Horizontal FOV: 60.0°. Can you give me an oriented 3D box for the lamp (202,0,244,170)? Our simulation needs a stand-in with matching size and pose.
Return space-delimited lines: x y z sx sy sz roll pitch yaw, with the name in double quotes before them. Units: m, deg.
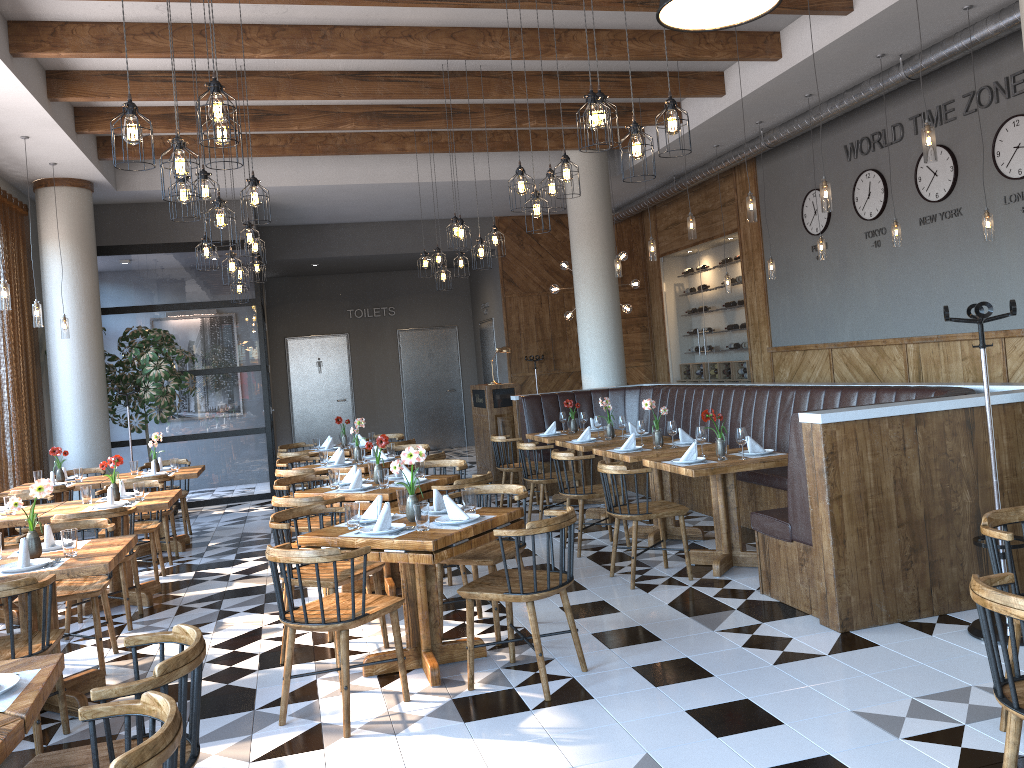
"lamp" -1.503 -2.105 4.383 0.175 2.072 0.174 -4 -1 -40

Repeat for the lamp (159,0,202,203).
"lamp" -1.659 -1.914 4.250 0.175 2.072 0.174 -4 -1 -28

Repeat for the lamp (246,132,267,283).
"lamp" -2.923 -2.170 9.918 0.175 2.072 0.175 -5 -1 -2

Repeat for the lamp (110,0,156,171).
"lamp" -1.816 -2.028 4.086 0.175 2.072 0.175 -5 -1 28

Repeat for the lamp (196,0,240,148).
"lamp" -1.460 -2.160 4.181 0.175 2.072 0.174 -4 -1 -28

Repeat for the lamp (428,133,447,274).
"lamp" -0.942 -2.349 10.509 0.175 2.072 0.175 -5 -1 29

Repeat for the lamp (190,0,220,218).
"lamp" -2.101 -2.146 5.871 0.175 2.072 0.175 -5 -1 5

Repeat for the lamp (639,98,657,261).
"lamp" 1.471 -2.331 9.749 0.078 1.965 0.078 -4 -1 -28

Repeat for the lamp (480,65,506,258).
"lamp" -0.236 -2.264 8.586 0.175 2.072 0.175 -5 -1 26

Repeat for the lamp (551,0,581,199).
"lamp" 0.314 -2.357 6.291 0.175 2.072 0.174 -4 -2 -44

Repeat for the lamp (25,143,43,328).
"lamp" -4.555 -1.515 8.387 0.078 1.965 0.078 -4 -1 -28

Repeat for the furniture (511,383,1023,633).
"furniture" 1.770 0.644 8.044 1.919 1.151 6.581 -5 1 -14

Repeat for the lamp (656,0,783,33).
"lamp" 0.569 -2.101 2.786 0.391 1.866 0.389 -4 -1 -27

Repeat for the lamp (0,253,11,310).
"lamp" -4.317 -1.598 7.432 0.078 1.965 0.078 -4 -1 -25

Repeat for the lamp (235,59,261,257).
"lamp" -2.395 -2.166 7.856 0.175 2.072 0.175 -4 -1 -20

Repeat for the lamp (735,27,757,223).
"lamp" 1.998 -2.379 7.674 0.078 1.965 0.078 -5 -1 4

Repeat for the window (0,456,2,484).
"window" -2.652 -0.239 2.443 4.499 3.167 15.102 -5 1 -38

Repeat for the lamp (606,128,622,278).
"lamp" 1.216 -2.275 10.766 0.078 1.965 0.078 -5 -1 18

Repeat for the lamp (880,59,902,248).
"lamp" 3.428 -2.227 8.079 0.078 1.965 0.078 -5 -1 -7

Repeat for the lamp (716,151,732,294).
"lamp" 2.647 -2.122 11.172 0.078 1.965 0.078 -5 -1 18

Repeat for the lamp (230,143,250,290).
"lamp" -2.995 -2.055 9.547 0.175 2.072 0.174 -4 -1 -35

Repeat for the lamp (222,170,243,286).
"lamp" -2.582 -1.922 7.957 0.175 2.072 0.175 -4 -1 -20

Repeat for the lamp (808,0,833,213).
"lamp" 2.273 -2.264 6.633 0.078 1.965 0.078 -5 -1 26

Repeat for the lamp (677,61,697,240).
"lamp" 1.708 -2.415 8.794 0.078 1.965 0.078 -5 -1 20

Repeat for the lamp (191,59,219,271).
"lamp" -2.762 -2.035 7.817 0.175 2.072 0.175 -6 -1 37

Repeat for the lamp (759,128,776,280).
"lamp" 2.901 -2.179 10.155 0.078 1.965 0.078 -4 -1 -28

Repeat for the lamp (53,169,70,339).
"lamp" -4.809 -1.458 9.404 0.078 1.965 0.078 -5 -1 18

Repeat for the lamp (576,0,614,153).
"lamp" 0.357 -2.267 4.676 0.175 2.072 0.175 -5 -1 -7

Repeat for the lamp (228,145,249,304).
"lamp" -3.067 -1.922 9.750 0.175 2.072 0.175 -5 -1 -2

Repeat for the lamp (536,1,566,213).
"lamp" 0.219 -2.297 6.473 0.175 2.072 0.175 -6 -1 35

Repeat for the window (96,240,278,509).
"window" -4.873 -0.092 12.758 2.730 3.551 2.183 -5 0 -14

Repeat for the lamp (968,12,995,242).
"lamp" 3.703 -2.112 7.039 0.078 1.965 0.078 -5 -1 26

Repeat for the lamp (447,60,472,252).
"lamp" -0.543 -2.274 8.277 0.175 2.072 0.174 -4 -1 -42

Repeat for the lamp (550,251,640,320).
"lamp" 1.234 -1.850 13.462 1.184 2.194 1.162 -5 -1 37

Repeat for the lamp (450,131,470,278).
"lamp" -0.660 -2.266 10.248 0.175 2.072 0.175 -5 -1 -4

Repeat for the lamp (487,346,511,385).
"lamp" -0.165 -0.105 11.500 0.446 0.757 0.169 -4 -1 -39

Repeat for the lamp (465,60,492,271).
"lamp" -0.364 -2.118 8.411 0.175 2.072 0.174 -4 -1 -31

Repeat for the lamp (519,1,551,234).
"lamp" 0.102 -2.108 6.299 0.175 2.072 0.174 -4 -2 -44

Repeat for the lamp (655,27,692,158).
"lamp" 0.786 -2.261 4.758 0.175 2.072 0.174 -4 -1 -30

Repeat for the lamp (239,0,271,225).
"lamp" -1.736 -2.073 5.748 0.175 2.072 0.174 -4 -1 -29

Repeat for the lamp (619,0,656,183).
"lamp" 0.585 -2.112 4.692 0.175 2.072 0.175 -5 -1 4

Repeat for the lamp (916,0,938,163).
"lamp" 2.538 -2.368 5.561 0.078 1.965 0.078 -4 -1 -39

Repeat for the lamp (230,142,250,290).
"lamp" -3.120 -2.097 9.965 0.175 2.072 0.175 -5 -1 -13

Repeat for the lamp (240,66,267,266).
"lamp" -2.408 -2.113 8.063 0.175 2.072 0.174 -4 -1 -31

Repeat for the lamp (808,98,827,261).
"lamp" 3.139 -2.262 9.200 0.078 1.965 0.078 -5 -1 20

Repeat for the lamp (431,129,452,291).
"lamp" -0.868 -2.118 10.280 0.175 2.072 0.175 -5 -1 29

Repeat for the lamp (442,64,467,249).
"lamp" -0.605 -2.330 8.478 0.175 2.072 0.174 -4 -1 -31

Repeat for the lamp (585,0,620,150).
"lamp" 0.419 -2.334 4.875 0.175 2.072 0.175 -5 -1 4

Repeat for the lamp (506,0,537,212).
"lamp" -0.006 -2.226 6.102 0.175 2.072 0.175 -5 -1 13

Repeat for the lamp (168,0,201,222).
"lamp" -2.167 -2.079 5.674 0.175 2.072 0.175 -5 -1 -6

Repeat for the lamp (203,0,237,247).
"lamp" -1.938 -1.923 5.686 0.175 2.072 0.175 -5 -1 5

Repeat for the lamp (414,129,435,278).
"lamp" -1.083 -2.277 10.359 0.175 2.072 0.175 -5 -1 18
